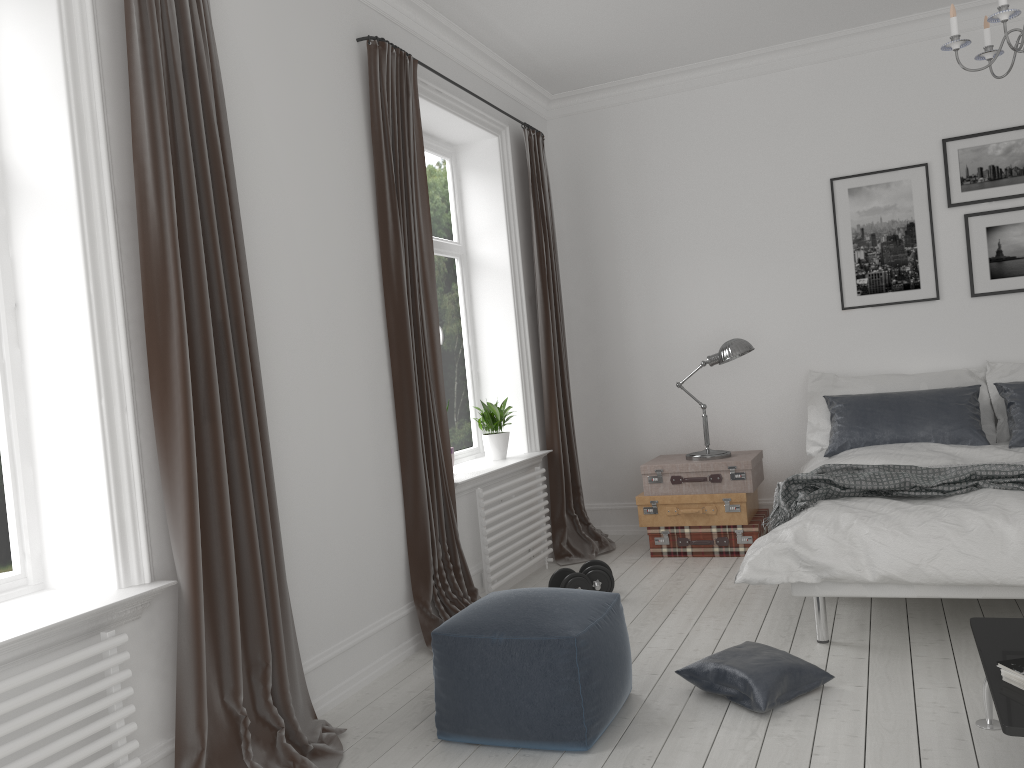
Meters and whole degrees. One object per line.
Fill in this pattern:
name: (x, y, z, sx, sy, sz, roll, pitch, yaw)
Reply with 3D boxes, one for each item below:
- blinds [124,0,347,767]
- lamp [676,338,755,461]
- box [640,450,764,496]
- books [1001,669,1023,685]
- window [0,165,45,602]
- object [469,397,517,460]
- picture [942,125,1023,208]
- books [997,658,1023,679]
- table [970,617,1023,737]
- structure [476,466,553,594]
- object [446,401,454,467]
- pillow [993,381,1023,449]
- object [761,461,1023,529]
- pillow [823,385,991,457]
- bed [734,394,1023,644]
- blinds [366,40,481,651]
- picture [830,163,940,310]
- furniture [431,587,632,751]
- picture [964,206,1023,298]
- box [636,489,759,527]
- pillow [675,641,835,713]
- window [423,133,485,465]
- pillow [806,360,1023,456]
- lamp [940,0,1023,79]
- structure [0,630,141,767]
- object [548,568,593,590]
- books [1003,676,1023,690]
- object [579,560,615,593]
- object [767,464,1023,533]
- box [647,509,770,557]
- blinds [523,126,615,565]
blinds: (-0.847, -0.120, 2.679, 0.318, 2.680, 0.769, -5, 1, 18)
lamp: (1.233, 0.089, 5.316, 0.488, 0.699, 0.269, -5, 1, 23)
box: (1.161, 0.539, 5.372, 0.647, 0.185, 0.537, -5, 1, 23)
books: (1.343, 0.697, 2.110, 0.254, 0.014, 0.191, -6, 1, -10)
window: (-1.680, -0.314, 2.094, 0.120, 1.956, 1.112, -5, 1, 23)
object: (-0.104, 0.258, 5.214, 0.284, 0.369, 0.215, -5, 1, 1)
picture: (2.813, -1.258, 5.091, 0.592, 0.403, 0.015, -5, 1, 23)
books: (1.343, 0.684, 2.117, 0.257, 0.012, 0.207, -6, 1, -6)
table: (1.616, 0.849, 2.154, 0.833, 0.313, 0.824, -5, 1, 23)
structure: (0.007, 0.839, 4.882, 0.114, 0.670, 0.887, -5, 1, 23)
object: (-0.380, 0.241, 4.664, 0.129, 0.476, 0.129, -6, 1, -17)
pillow: (2.975, 0.134, 4.548, 0.842, 0.339, 0.405, -5, 1, 23)
object: (2.200, 0.577, 3.815, 2.236, 0.500, 0.521, -5, 1, 26)
pillow: (2.159, 0.207, 4.904, 0.837, 0.329, 0.405, -5, 1, 23)
bed: (2.304, 0.448, 4.061, 2.217, 0.926, 2.473, -5, 1, 23)
blinds: (-0.342, -0.187, 4.007, 0.294, 2.681, 0.582, -5, 1, 30)
picture: (2.243, -0.879, 5.350, 0.545, 0.810, 0.015, -5, 1, 23)
furniture: (0.074, 0.929, 3.038, 0.646, 0.423, 0.646, -5, 1, 24)
picture: (2.993, -0.777, 5.042, 0.720, 0.486, 0.015, -5, 1, 23)
box: (1.135, 0.726, 5.393, 0.647, 0.185, 0.537, -5, 1, 23)
pillow: (0.840, 0.998, 3.086, 0.391, 0.121, 0.381, -6, 1, -37)
window: (-0.464, -0.475, 5.004, 0.120, 1.956, 1.112, -5, 1, 23)
pillow: (2.657, 0.107, 4.917, 1.965, 0.529, 0.465, -5, 1, 22)
lamp: (1.746, -1.496, 2.988, 0.594, 1.123, 0.528, -5, 1, 23)
structure: (-1.212, 1.000, 1.972, 0.120, 0.670, 0.887, -5, 1, 23)
object: (0.289, 1.012, 4.395, 0.179, 0.179, 0.326, -6, 1, -22)
books: (1.349, 0.711, 2.110, 0.259, 0.014, 0.191, -6, 1, -8)
object: (0.428, 0.997, 4.514, 0.179, 0.179, 0.326, -5, 1, 3)
object: (2.066, 0.490, 3.464, 2.154, 0.377, 0.536, -5, 1, 25)
box: (1.201, 0.904, 5.380, 0.647, 0.185, 0.537, -5, 1, 23)
blinds: (0.357, -0.279, 5.596, 0.327, 2.680, 0.779, -5, 1, 18)
